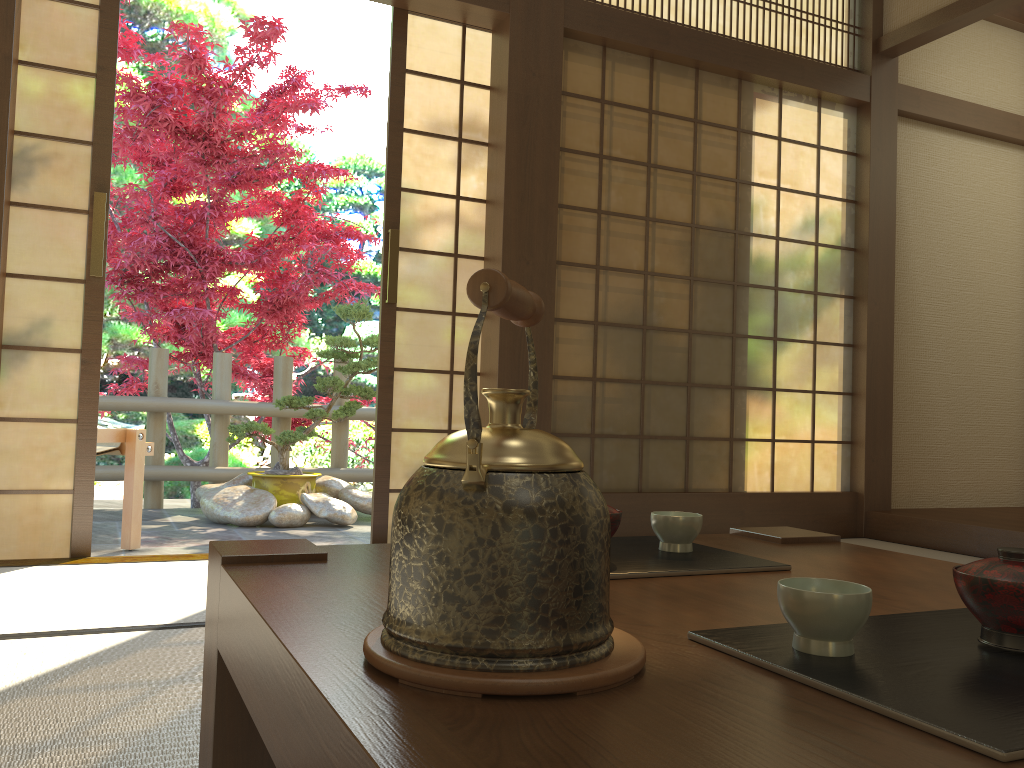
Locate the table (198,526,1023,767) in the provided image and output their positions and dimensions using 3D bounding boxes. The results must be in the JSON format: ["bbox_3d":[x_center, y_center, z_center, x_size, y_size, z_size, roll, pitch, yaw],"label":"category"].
[{"bbox_3d":[0.252,0.398,0.940,1.000,0.350,1.000,3,-3,-25],"label":"table"}]

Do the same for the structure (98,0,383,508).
[{"bbox_3d":[-2.532,-1.045,6.498,3.412,4.004,3.045,2,-2,8],"label":"structure"}]

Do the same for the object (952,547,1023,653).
[{"bbox_3d":[0.429,0.181,0.752,0.100,0.080,0.100,3,-3,-25],"label":"object"}]

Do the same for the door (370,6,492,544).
[{"bbox_3d":[0.332,-0.394,4.023,1.894,2.380,0.073,3,-3,-25],"label":"door"}]

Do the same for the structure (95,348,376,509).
[{"bbox_3d":[-1.510,0.363,6.022,7.456,1.136,0.245,3,-3,-25],"label":"structure"}]

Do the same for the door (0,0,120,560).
[{"bbox_3d":[-2.315,-0.534,2.794,1.894,2.380,0.073,3,-3,-25],"label":"door"}]

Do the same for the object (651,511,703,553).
[{"bbox_3d":[0.236,0.213,1.276,0.074,0.052,0.073,1,-2,18],"label":"object"}]

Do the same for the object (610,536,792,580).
[{"bbox_3d":[0.125,0.236,1.222,0.400,0.007,0.300,3,-3,-25],"label":"object"}]

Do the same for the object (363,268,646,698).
[{"bbox_3d":[-0.003,0.066,0.704,0.219,0.296,0.226,3,-3,-30],"label":"object"}]

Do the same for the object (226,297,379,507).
[{"bbox_3d":[-1.194,0.140,5.475,1.032,1.362,0.586,2,-2,1],"label":"object"}]

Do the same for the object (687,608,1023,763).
[{"bbox_3d":[0.397,0.225,0.722,0.400,0.007,0.300,3,-3,-25],"label":"object"}]

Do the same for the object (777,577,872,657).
[{"bbox_3d":[0.255,0.191,0.726,0.074,0.052,0.073,1,-2,18],"label":"object"}]

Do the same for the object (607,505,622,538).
[{"bbox_3d":[0.096,0.187,1.178,0.100,0.080,0.100,3,-3,-25],"label":"object"}]

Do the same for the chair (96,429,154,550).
[{"bbox_3d":[-2.085,0.417,3.841,0.698,0.598,0.704,1,-3,22],"label":"chair"}]

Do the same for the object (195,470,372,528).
[{"bbox_3d":[-1.258,0.688,5.418,1.260,0.276,1.147,3,-3,-29],"label":"object"}]
